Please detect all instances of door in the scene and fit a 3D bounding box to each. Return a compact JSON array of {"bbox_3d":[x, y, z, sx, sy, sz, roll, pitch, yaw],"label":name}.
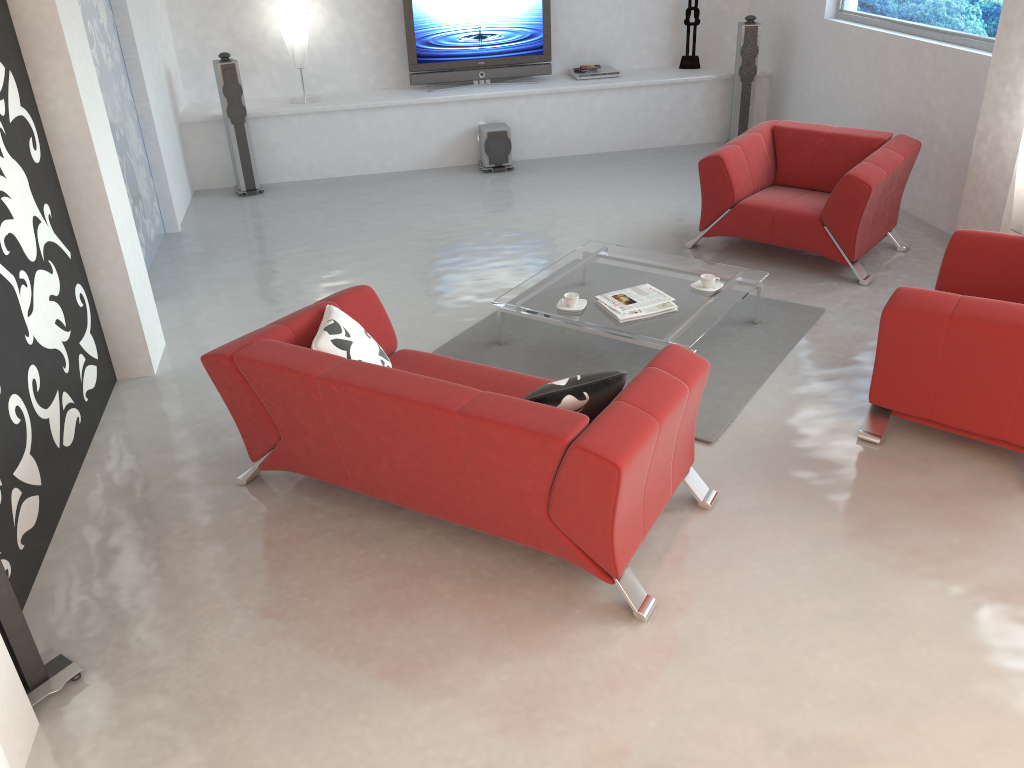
[{"bbox_3d":[-2.655,-1.967,5.760,0.240,2.550,1.600,-8,29,-9],"label":"door"}]

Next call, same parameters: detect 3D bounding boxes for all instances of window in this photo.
[{"bbox_3d":[2.986,-3.337,6.057,0.100,1.800,2.400,-8,29,-9],"label":"window"}]

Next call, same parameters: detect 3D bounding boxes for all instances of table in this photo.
[{"bbox_3d":[0.679,-0.419,5.006,1.162,0.286,1.097,16,34,30],"label":"table"}]

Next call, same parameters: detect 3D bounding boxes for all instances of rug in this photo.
[{"bbox_3d":[0.678,-0.287,5.068,1.700,0.025,1.700,16,34,30],"label":"rug"}]

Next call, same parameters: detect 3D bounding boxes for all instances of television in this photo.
[{"bbox_3d":[-0.306,-3.261,8.246,1.356,0.919,0.343,-8,29,-9],"label":"television"}]

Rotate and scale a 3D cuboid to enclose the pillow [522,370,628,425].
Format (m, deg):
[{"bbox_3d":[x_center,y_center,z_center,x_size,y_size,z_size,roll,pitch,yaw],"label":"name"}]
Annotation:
[{"bbox_3d":[0.202,0.092,3.303,0.402,0.343,0.288,-11,30,-15],"label":"pillow"}]

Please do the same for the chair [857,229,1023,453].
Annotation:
[{"bbox_3d":[2.290,-0.209,4.038,0.951,0.738,1.288,19,36,34],"label":"chair"}]

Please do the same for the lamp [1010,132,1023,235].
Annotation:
[{"bbox_3d":[2.936,-1.302,4.884,0.313,1.779,0.313,-12,30,-16],"label":"lamp"}]

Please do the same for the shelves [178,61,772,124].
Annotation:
[{"bbox_3d":[-0.258,-2.783,8.380,5.500,0.050,0.650,-8,29,-9],"label":"shelves"}]

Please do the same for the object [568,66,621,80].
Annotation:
[{"bbox_3d":[0.797,-3.027,8.620,0.430,0.045,0.352,-8,29,-9],"label":"object"}]

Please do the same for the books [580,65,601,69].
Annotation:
[{"bbox_3d":[0.758,-3.060,8.560,0.190,0.015,0.135,-3,29,0],"label":"books"}]

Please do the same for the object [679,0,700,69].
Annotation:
[{"bbox_3d":[1.736,-3.623,8.511,0.331,1.130,0.108,5,30,13],"label":"object"}]

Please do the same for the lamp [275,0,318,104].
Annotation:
[{"bbox_3d":[-1.925,-3.148,7.846,0.263,1.239,0.263,-12,30,-16],"label":"lamp"}]

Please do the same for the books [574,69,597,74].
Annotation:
[{"bbox_3d":[0.709,-3.028,8.568,0.135,0.015,0.190,23,38,38],"label":"books"}]

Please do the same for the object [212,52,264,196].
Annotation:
[{"bbox_3d":[-2.370,-2.235,7.635,0.255,1.184,0.273,-15,31,-22],"label":"object"}]

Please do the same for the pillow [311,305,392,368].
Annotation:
[{"bbox_3d":[-0.669,-0.112,3.745,0.288,0.343,0.402,-4,29,-2],"label":"pillow"}]

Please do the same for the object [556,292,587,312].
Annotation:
[{"bbox_3d":[0.317,-0.440,4.709,0.153,0.069,0.153,6,30,14],"label":"object"}]

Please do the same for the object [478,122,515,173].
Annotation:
[{"bbox_3d":[-0.156,-2.184,8.194,0.336,0.374,0.337,-8,29,-9],"label":"object"}]

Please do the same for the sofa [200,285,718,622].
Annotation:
[{"bbox_3d":[-0.211,0.147,3.605,1.929,0.738,0.951,13,33,26],"label":"sofa"}]

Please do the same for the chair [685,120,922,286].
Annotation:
[{"bbox_3d":[1.973,-1.281,6.004,1.288,0.738,0.951,19,36,34],"label":"chair"}]

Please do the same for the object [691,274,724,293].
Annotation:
[{"bbox_3d":[1.069,-0.557,4.858,0.153,0.069,0.153,-27,37,-37],"label":"object"}]

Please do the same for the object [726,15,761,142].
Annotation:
[{"bbox_3d":[2.186,-2.833,8.333,0.255,1.184,0.273,0,29,4],"label":"object"}]

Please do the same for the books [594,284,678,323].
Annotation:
[{"bbox_3d":[0.658,-0.437,4.709,0.367,0.035,0.345,-13,30,-17],"label":"books"}]

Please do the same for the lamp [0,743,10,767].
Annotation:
[{"bbox_3d":[-1.255,0.569,1.852,0.313,1.779,0.313,-4,29,-2],"label":"lamp"}]

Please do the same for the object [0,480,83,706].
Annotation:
[{"bbox_3d":[-1.586,0.520,2.658,0.214,1.112,0.229,16,34,30],"label":"object"}]

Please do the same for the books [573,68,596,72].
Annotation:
[{"bbox_3d":[0.708,-3.042,8.563,0.190,0.015,0.135,-18,33,-26],"label":"books"}]
